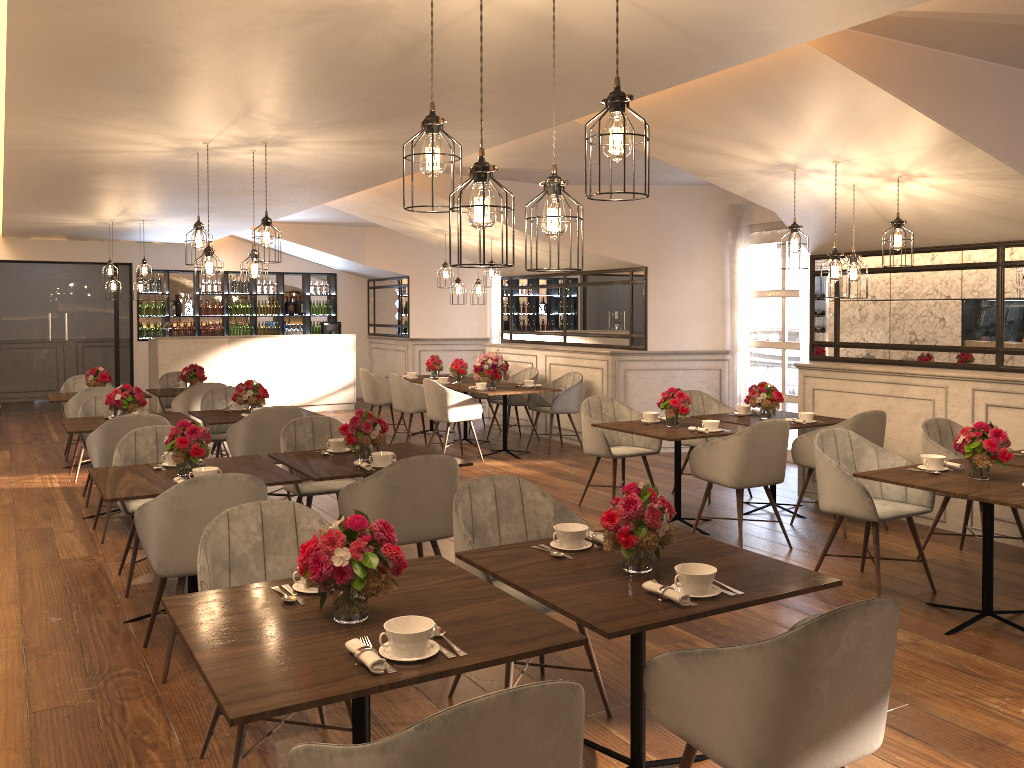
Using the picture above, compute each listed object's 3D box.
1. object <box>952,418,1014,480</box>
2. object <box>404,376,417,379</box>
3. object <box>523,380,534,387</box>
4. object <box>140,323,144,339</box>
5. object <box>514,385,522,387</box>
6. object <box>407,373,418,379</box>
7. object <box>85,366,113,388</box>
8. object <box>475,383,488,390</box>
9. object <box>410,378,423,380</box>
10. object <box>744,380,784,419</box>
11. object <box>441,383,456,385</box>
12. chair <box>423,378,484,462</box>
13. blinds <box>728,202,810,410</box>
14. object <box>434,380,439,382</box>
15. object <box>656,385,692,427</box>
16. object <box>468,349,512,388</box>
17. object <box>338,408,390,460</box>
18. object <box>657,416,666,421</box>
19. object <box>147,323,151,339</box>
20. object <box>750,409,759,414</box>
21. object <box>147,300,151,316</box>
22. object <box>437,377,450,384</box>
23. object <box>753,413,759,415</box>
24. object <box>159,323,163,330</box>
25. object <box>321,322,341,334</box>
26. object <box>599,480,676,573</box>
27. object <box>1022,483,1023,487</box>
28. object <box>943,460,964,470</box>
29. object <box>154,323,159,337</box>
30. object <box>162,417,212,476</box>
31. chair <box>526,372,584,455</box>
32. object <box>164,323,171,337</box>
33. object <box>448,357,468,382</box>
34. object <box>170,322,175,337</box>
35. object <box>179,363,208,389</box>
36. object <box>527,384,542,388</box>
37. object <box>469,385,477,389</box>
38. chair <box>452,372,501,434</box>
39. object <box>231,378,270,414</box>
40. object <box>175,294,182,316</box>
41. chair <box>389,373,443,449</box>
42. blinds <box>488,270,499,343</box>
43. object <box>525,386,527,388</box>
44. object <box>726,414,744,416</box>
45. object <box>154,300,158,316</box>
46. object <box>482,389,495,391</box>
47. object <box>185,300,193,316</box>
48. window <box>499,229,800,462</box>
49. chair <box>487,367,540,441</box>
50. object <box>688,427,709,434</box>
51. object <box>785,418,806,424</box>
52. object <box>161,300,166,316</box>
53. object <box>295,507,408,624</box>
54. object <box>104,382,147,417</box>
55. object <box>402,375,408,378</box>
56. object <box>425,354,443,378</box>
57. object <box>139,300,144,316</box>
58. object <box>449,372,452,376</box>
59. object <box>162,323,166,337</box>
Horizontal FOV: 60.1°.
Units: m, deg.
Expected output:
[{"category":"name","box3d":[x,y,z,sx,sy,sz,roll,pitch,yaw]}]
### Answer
[{"category":"object","box3d":[2.324,0.319,4.398,0.234,0.301,0.306,-1,3,-11]},{"category":"object","box3d":[-1.272,-0.084,11.071,0.192,0.024,0.025,-3,4,-30]},{"category":"object","box3d":[0.184,-0.003,9.750,0.148,0.072,0.148,1,4,12]},{"category":"object","box3d":[-5.945,-0.858,14.218,0.066,0.261,0.065,1,2,39]},{"category":"object","box3d":[0.111,0.019,9.839,0.197,0.015,0.043,-3,5,-34]},{"category":"object","box3d":[-1.240,-0.102,10.997,0.148,0.072,0.148,1,4,12]},{"category":"object","box3d":[-4.173,-0.044,8.959,0.305,0.301,0.234,2,3,35]},{"category":"object","box3d":[-0.325,0.026,9.414,0.148,0.072,0.148,1,4,12]},{"category":"object","box3d":[-1.167,-0.066,10.909,0.197,0.015,0.043,-3,5,-34]},{"category":"object","box3d":[1.969,0.114,6.887,0.305,0.301,0.234,2,3,35]},{"category":"object","box3d":[-0.718,-0.004,10.134,0.197,0.015,0.043,-3,5,-34]},{"category":"chair","box3d":[-0.638,0.366,9.204,0.526,0.871,0.566,-1,3,-30]},{"category":"blinds","box3d":[2.709,-0.558,9.091,0.134,2.694,1.382,-1,2,-30]},{"category":"object","box3d":[-0.849,-0.031,10.320,0.175,0.039,0.056,-3,4,-30]},{"category":"object","box3d":[1.162,0.155,6.407,0.234,0.301,0.306,-1,3,-11]},{"category":"object","box3d":[-0.225,-0.168,9.614,0.420,0.425,0.406,-3,4,-42]},{"category":"object","box3d":[-0.838,0.276,5.002,0.234,0.301,0.305,2,4,38]},{"category":"object","box3d":[1.142,0.263,6.703,0.056,0.039,0.176,-2,5,-30]},{"category":"object","box3d":[-5.849,-0.863,14.273,0.066,0.261,0.065,1,2,39]},{"category":"object","box3d":[1.960,0.222,7.176,0.056,0.039,0.176,-2,5,-30]},{"category":"object","box3d":[-5.850,-1.225,14.265,0.066,0.261,0.065,1,2,39]},{"category":"object","box3d":[-0.792,-0.039,10.221,0.148,0.072,0.148,1,4,12]},{"category":"object","box3d":[1.935,0.231,7.150,0.025,0.024,0.193,-2,5,-30]},{"category":"object","box3d":[-5.042,-0.778,12.720,0.065,0.207,0.065,-1,2,-39]},{"category":"object","box3d":[-2.877,-0.829,14.160,0.130,0.328,0.409,1,4,37]},{"category":"object","box3d":[0.403,0.449,2.857,0.234,0.301,0.305,2,4,38]},{"category":"object","box3d":[2.442,0.477,4.071,0.056,0.039,0.176,-2,5,-30]},{"category":"object","box3d":[2.303,0.426,4.694,0.056,0.039,0.176,-2,5,-30]},{"category":"object","box3d":[-5.754,-0.868,14.329,0.066,0.261,0.065,1,2,39]},{"category":"object","box3d":[-1.678,0.315,4.551,0.234,0.301,0.306,-2,3,-28]},{"category":"chair","box3d":[0.503,0.307,9.884,0.526,0.871,0.566,-1,3,-30]},{"category":"object","box3d":[-4.970,-0.782,12.767,0.065,0.207,0.146,-1,3,-39]},{"category":"object","box3d":[-0.638,-0.171,10.418,0.234,0.301,0.306,-1,3,-11]},{"category":"object","box3d":[-5.542,-0.878,14.451,0.066,0.261,0.065,1,2,39]},{"category":"object","box3d":[-3.403,-0.082,9.413,0.305,0.301,0.235,1,3,17]},{"category":"object","box3d":[0.241,0.022,9.652,0.175,0.039,0.056,-3,4,-30]},{"category":"object","box3d":[-0.382,0.035,9.513,0.175,0.039,0.056,-3,4,-30]},{"category":"chair","box3d":[-0.437,0.175,11.510,0.526,0.871,0.566,-1,3,-30]},{"category":"object","box3d":[-2.128,0.095,7.233,0.305,0.301,0.235,0,3,3]},{"category":"object","box3d":[-5.464,-1.293,14.491,0.104,0.359,0.104,1,2,32]},{"category":"chair","box3d":[-1.108,0.300,10.017,0.526,0.871,0.566,-1,3,-30]},{"category":"blinds","box3d":[-0.036,-0.942,13.837,0.134,2.694,1.382,-1,2,-30]},{"category":"object","box3d":[0.216,0.027,9.677,0.192,0.024,0.025,-3,4,-30]},{"category":"object","box3d":[1.780,0.245,7.049,0.043,0.015,0.197,-2,5,-26]},{"category":"object","box3d":[-5.754,-1.230,14.320,0.066,0.261,0.065,1,2,39]},{"category":"object","box3d":[-0.251,0.062,9.327,0.197,0.015,0.043,-3,5,-34]},{"category":"object","box3d":[-5.316,-1.260,14.570,0.108,0.281,0.108,0,2,16]},{"category":"window","box3d":[3.643,-0.326,8.263,0.495,2.385,14.546,-1,4,-34]},{"category":"chair","box3d":[0.033,0.241,10.697,0.526,0.871,0.566,-1,3,-30]},{"category":"object","box3d":[1.280,0.314,6.080,0.056,0.039,0.176,-2,5,-30]},{"category":"object","box3d":[2.099,0.273,6.553,0.056,0.039,0.176,-2,5,-30]},{"category":"object","box3d":[-5.659,-1.234,14.375,0.066,0.261,0.065,1,2,39]},{"category":"object","box3d":[-0.435,0.488,2.409,0.305,0.301,0.235,-1,3,-8]},{"category":"object","box3d":[-2.964,0.133,6.782,0.305,0.301,0.235,-1,3,-8]},{"category":"object","box3d":[-1.297,-0.093,11.096,0.175,0.039,0.056,-3,4,-30]},{"category":"object","box3d":[-0.984,-0.235,11.161,0.234,0.301,0.306,1,3,17]},{"category":"object","box3d":[-5.946,-1.220,14.209,0.066,0.261,0.065,1,2,39]},{"category":"object","box3d":[-0.731,-0.131,11.332,0.148,0.072,0.148,1,4,12]},{"category":"object","box3d":[-5.658,-0.872,14.384,0.066,0.261,0.065,1,2,39]}]
